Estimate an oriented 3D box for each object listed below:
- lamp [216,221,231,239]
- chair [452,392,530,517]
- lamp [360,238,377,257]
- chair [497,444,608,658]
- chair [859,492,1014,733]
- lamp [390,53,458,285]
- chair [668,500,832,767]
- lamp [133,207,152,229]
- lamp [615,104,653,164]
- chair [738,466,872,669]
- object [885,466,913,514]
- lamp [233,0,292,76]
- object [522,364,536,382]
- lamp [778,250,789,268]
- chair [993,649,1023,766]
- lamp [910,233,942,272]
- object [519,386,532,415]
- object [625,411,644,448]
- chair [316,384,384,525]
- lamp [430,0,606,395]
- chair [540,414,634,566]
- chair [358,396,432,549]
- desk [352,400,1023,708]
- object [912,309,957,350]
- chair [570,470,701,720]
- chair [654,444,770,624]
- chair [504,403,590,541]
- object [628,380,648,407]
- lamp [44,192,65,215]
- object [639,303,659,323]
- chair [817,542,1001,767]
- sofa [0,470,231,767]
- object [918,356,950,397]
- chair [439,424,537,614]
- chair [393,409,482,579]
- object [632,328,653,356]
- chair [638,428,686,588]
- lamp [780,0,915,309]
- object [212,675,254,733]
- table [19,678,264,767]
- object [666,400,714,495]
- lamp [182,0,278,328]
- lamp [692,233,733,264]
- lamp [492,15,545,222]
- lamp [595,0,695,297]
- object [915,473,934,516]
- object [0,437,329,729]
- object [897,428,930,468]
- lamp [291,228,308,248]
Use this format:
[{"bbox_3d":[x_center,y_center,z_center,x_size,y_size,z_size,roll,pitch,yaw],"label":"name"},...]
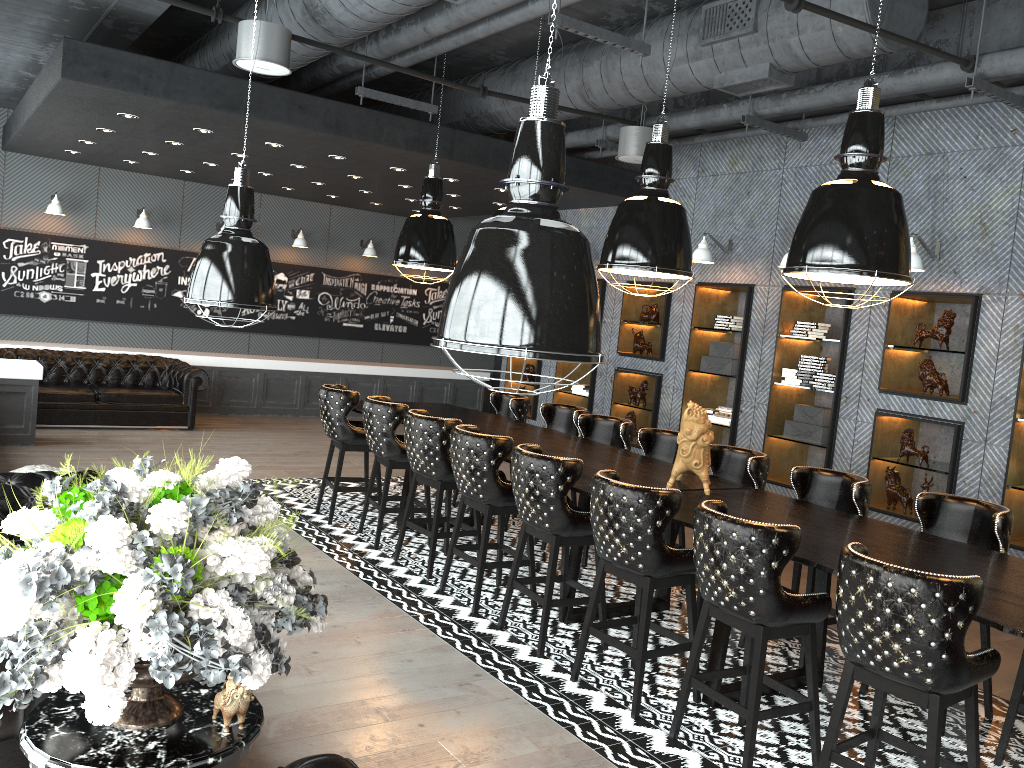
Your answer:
[{"bbox_3d":[-4.181,-2.225,12.889,0.243,0.287,0.490,5,4,-18],"label":"lamp"},{"bbox_3d":[-0.165,0.636,8.201,0.568,1.091,0.504,4,4,-25],"label":"chair"},{"bbox_3d":[-2.278,-2.182,14.177,0.243,0.287,0.490,5,4,-18],"label":"lamp"},{"bbox_3d":[0.231,0.919,5.051,0.568,1.091,0.504,4,4,-30],"label":"chair"},{"bbox_3d":[2.268,1.156,4.680,0.568,1.091,0.504,3,5,-33],"label":"chair"},{"bbox_3d":[-0.682,-2.048,7.912,0.621,2.301,0.622,7,4,11],"label":"lamp"},{"bbox_3d":[1.027,1.091,3.869,0.568,1.091,0.504,4,5,-30],"label":"chair"},{"bbox_3d":[-5.088,-2.298,12.269,0.243,0.287,0.490,5,4,-18],"label":"lamp"},{"bbox_3d":[1.149,-2.481,7.761,0.380,1.045,0.382,5,4,-8],"label":"lamp"},{"bbox_3d":[1.755,1.063,5.210,0.568,1.091,0.504,3,5,-33],"label":"chair"},{"bbox_3d":[3.175,0.866,7.276,0.168,0.359,0.267,2,5,-41],"label":"object"},{"bbox_3d":[-1.614,-2.621,5.882,0.380,1.045,0.382,8,4,24],"label":"lamp"},{"bbox_3d":[0.241,-0.140,11.737,0.126,0.249,0.253,8,5,31],"label":"object"},{"bbox_3d":[2.574,-1.144,7.755,0.489,0.287,0.244,4,4,-18],"label":"lamp"},{"bbox_3d":[2.627,1.240,4.064,0.568,1.091,0.504,2,5,-42],"label":"chair"},{"bbox_3d":[3.178,-1.012,6.857,0.489,0.287,0.244,4,4,-18],"label":"lamp"},{"bbox_3d":[0.176,0.210,11.717,0.170,0.362,0.269,2,5,-41],"label":"object"},{"bbox_3d":[1.366,0.498,9.887,0.177,0.387,0.338,4,4,-26],"label":"object"},{"bbox_3d":[-1.366,0.575,7.397,0.568,1.091,0.504,4,4,-25],"label":"chair"},{"bbox_3d":[0.114,-1.054,1.910,0.391,2.160,0.391,7,4,11],"label":"lamp"},{"bbox_3d":[0.635,0.809,7.027,0.568,1.091,0.504,2,5,-44],"label":"chair"},{"bbox_3d":[-0.907,0.665,6.837,0.568,1.091,0.504,4,4,-25],"label":"chair"},{"bbox_3d":[0.955,1.076,5.194,1.433,0.926,7.602,3,5,-34],"label":"desk"},{"bbox_3d":[3.380,-0.442,7.091,0.152,0.325,0.292,3,5,-36],"label":"object"},{"bbox_3d":[0.624,1.007,4.421,0.568,1.091,0.504,3,5,-36],"label":"chair"},{"bbox_3d":[1.350,0.972,5.849,0.568,1.091,0.504,4,4,-26],"label":"chair"},{"bbox_3d":[0.333,0.730,7.646,0.568,1.091,0.504,3,5,-38],"label":"chair"},{"bbox_3d":[1.400,0.091,9.929,0.143,0.306,0.317,3,5,-39],"label":"object"},{"bbox_3d":[-5.977,-2.372,11.661,0.243,0.287,0.490,5,4,-18],"label":"lamp"},{"bbox_3d":[1.522,-0.788,9.813,0.138,0.222,0.278,3,5,-35],"label":"object"},{"bbox_3d":[1.452,1.177,3.313,0.568,1.091,0.504,3,5,-40],"label":"chair"},{"bbox_3d":[-2.052,0.935,3.509,1.239,0.838,2.568,3,5,-35],"label":"sofa"},{"bbox_3d":[3.368,-0.054,7.068,0.158,0.337,0.242,4,5,-29],"label":"object"},{"bbox_3d":[-0.154,0.834,5.643,0.568,1.091,0.504,3,5,-31],"label":"chair"},{"bbox_3d":[-0.520,0.750,6.240,0.568,1.091,0.504,3,5,-38],"label":"chair"},{"bbox_3d":[1.454,-0.459,9.860,0.154,0.309,0.325,4,5,-29],"label":"object"},{"bbox_3d":[1.026,0.893,6.446,0.568,1.091,0.504,3,5,-39],"label":"chair"},{"bbox_3d":[1.747,-1.521,4.300,0.621,2.301,0.622,7,4,11],"label":"lamp"},{"bbox_3d":[-0.695,0.780,2.233,0.086,0.183,0.136,4,4,-27],"label":"object"},{"bbox_3d":[-0.965,1.199,2.285,0.572,0.726,0.572,7,4,19],"label":"table"},{"bbox_3d":[1.093,0.363,5.250,0.249,0.545,0.475,7,4,18],"label":"object"},{"bbox_3d":[-1.093,-1.316,3.705,0.391,2.160,0.391,7,4,11],"label":"lamp"},{"bbox_3d":[1.974,-1.319,8.651,0.489,0.287,0.244,4,4,-18],"label":"lamp"},{"bbox_3d":[0.128,-1.872,6.708,0.621,2.301,0.622,7,4,11],"label":"lamp"},{"bbox_3d":[0.937,-1.697,5.504,0.621,2.301,0.622,7,4,11],"label":"lamp"},{"bbox_3d":[3.346,0.896,7.081,0.198,0.358,0.116,6,4,-4],"label":"object"},{"bbox_3d":[-0.904,0.508,2.265,0.847,0.662,0.875,6,4,-4],"label":"object"},{"bbox_3d":[3.233,0.507,7.123,0.134,0.294,0.257,4,4,-26],"label":"object"},{"bbox_3d":[-3.231,-2.230,13.528,0.243,0.287,0.490,5,4,-18],"label":"lamp"}]
